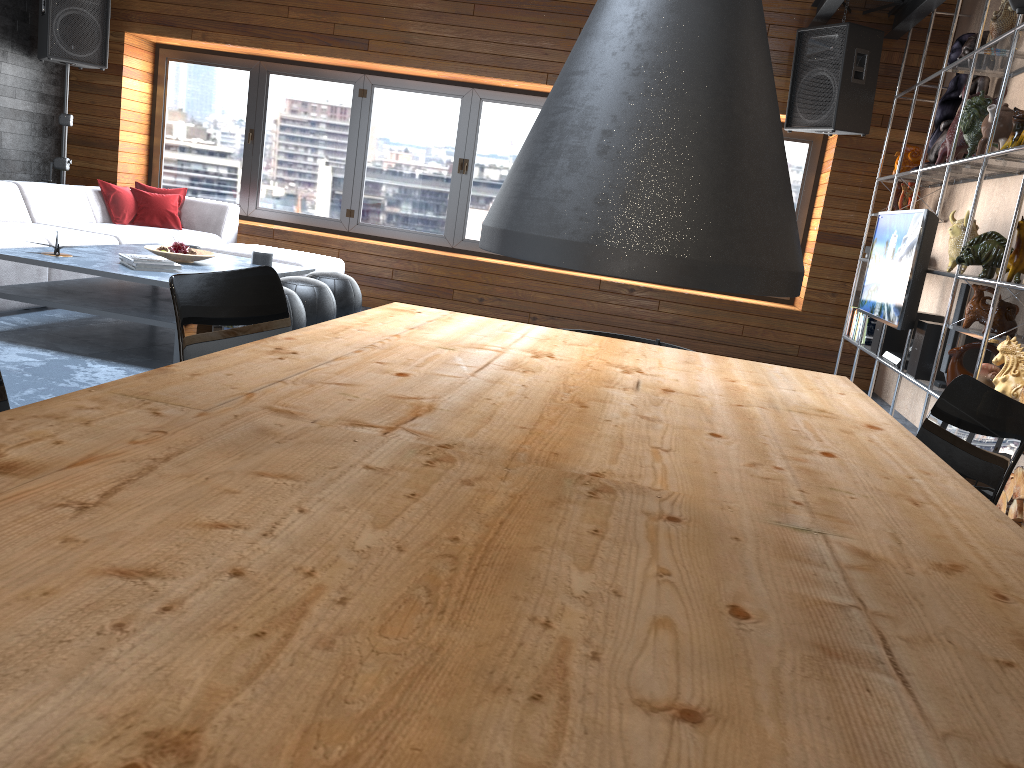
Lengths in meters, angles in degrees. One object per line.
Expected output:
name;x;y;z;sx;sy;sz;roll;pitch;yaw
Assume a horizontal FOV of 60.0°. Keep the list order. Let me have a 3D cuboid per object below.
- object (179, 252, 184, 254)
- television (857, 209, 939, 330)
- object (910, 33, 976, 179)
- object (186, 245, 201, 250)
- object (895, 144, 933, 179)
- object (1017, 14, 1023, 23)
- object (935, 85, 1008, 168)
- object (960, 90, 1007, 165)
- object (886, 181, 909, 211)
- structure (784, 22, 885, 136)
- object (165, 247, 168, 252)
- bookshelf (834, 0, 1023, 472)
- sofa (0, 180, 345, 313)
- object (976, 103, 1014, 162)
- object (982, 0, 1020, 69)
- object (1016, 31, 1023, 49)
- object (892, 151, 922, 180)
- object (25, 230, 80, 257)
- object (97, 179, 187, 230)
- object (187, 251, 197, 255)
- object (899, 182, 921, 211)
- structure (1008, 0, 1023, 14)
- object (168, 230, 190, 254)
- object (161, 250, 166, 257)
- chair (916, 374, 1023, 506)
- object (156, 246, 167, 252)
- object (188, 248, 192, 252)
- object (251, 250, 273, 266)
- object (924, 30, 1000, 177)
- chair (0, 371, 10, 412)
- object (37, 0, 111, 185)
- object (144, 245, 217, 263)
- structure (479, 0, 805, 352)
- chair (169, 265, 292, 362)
object;-1.874;-0.724;5.026;0.042;0.042;0.043;11;12;11
television;2.234;-0.679;5.147;0.115;0.638;1.075;10;12;9
object;2.724;-1.752;5.569;0.244;0.879;0.244;17;14;36
object;-2.062;-0.859;5.647;0.160;0.040;0.160;5;12;-14
object;2.707;-1.477;5.910;0.278;0.222;0.138;12;12;19
object;2.434;-1.769;4.121;0.208;0.280;0.131;6;12;-9
object;2.510;-1.414;4.900;0.219;0.440;0.463;10;12;8
object;2.419;-1.305;4.516;0.255;0.356;0.167;14;13;27
object;2.719;-1.284;6.180;0.233;0.229;0.116;-2;15;-41
structure;2.267;-2.108;6.200;0.488;0.735;0.462;1;13;-31
object;-2.015;-0.773;5.141;0.042;0.042;0.044;10;12;8
bookshelf;2.100;-2.007;0.828;0.421;6.217;10.742;10;12;8
sofa;-2.556;-0.812;5.592;2.205;0.693;4.036;10;12;8
object;2.362;-1.224;4.300;0.164;0.266;0.237;14;13;25
object;2.665;-1.958;4.779;0.207;0.442;0.328;9;11;1
object;2.626;-1.881;4.336;0.215;0.458;0.328;11;12;13
object;2.746;-1.521;6.154;0.233;0.209;0.107;7;11;-5
object;-2.348;-0.723;4.581;0.250;0.117;0.241;12;12;16
object;-2.890;-1.415;7.079;0.528;0.354;0.742;10;12;8
object;-1.825;-0.729;5.057;0.061;0.061;0.063;10;12;8
object;2.688;-1.244;5.985;0.267;0.223;0.060;0;14;-35
structure;1.578;-1.419;2.342;0.506;0.743;0.460;16;14;33
object;-1.920;-0.804;5.118;0.118;0.172;0.106;2;13;-29
object;-1.956;-0.733;4.990;0.048;0.039;0.039;9;11;5
chair;0.593;0.373;1.712;0.599;0.824;0.527;10;11;8
object;-2.003;-0.757;5.065;0.064;0.061;0.061;18;15;39
object;-1.906;-0.771;5.202;0.062;0.062;0.060;2;13;-30
object;-1.560;-0.786;5.538;0.126;0.081;0.126;4;12;-19
object;2.695;-1.680;5.311;0.305;0.839;0.238;10;12;10
chair;-0.538;0.367;0.935;0.599;0.824;0.527;10;11;8
object;-3.659;-2.111;7.119;0.639;2.298;0.686;-2;15;-42
object;-1.912;-0.741;5.118;0.395;0.061;0.395;8;11;1
structure;0.709;-2.328;2.712;1.197;5.698;1.690;10;11;8
chair;-0.388;0.217;1.774;0.599;0.824;0.527;10;11;8
